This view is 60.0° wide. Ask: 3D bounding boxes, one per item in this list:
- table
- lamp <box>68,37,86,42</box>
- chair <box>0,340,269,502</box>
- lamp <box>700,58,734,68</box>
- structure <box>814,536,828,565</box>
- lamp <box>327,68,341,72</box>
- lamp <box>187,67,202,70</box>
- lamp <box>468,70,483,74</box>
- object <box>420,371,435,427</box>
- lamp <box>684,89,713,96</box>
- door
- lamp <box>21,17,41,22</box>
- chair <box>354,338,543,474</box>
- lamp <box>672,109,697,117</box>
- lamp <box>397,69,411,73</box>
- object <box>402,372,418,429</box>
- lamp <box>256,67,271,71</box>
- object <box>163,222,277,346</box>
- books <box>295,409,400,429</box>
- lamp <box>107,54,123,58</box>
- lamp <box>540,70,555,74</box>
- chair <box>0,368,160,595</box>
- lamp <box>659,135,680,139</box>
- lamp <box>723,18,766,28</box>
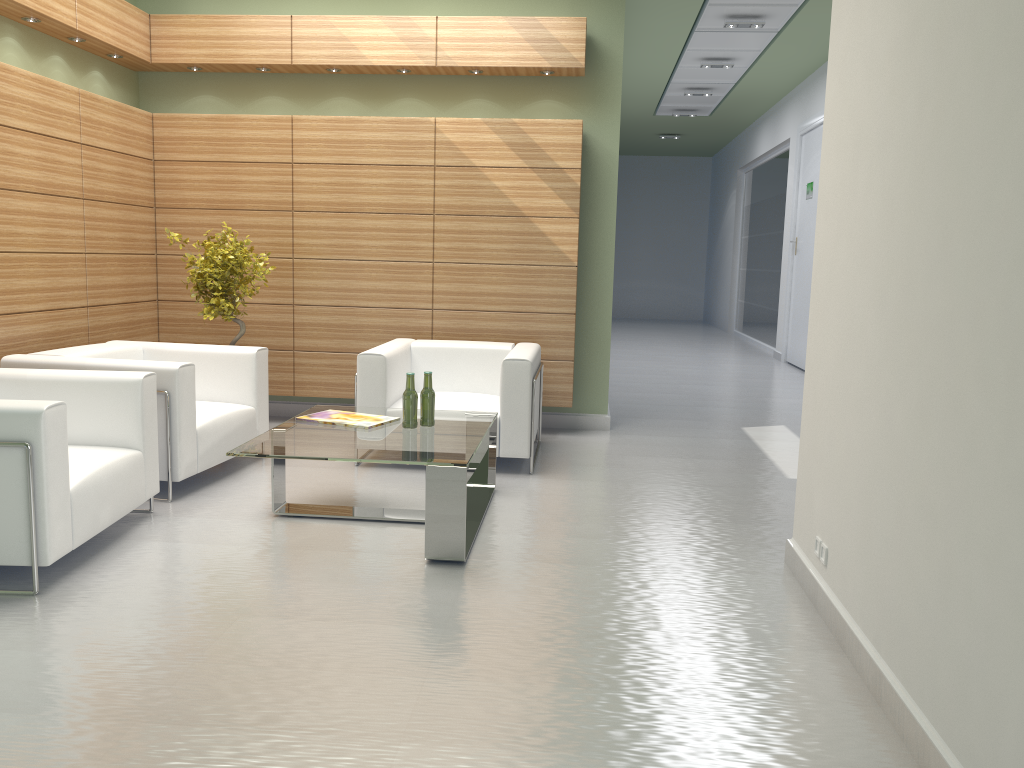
[{"bbox_3d":[-1.124,0.753,7.531,1.783,0.742,2.197,2,8,5],"label":"table"},{"bbox_3d":[-4.847,-3.863,9.877,0.181,0.074,0.181,-2,9,-23],"label":"lamp"},{"bbox_3d":[-3.609,0.281,8.818,1.769,1.234,1.894,3,8,10],"label":"chair"},{"bbox_3d":[4.208,-6.579,18.189,0.657,0.159,0.286,2,8,5],"label":"lamp"},{"bbox_3d":[2.041,1.097,5.854,0.017,0.118,0.262,2,8,5],"label":"structure"},{"bbox_3d":[-2.235,-3.968,11.135,0.181,0.074,0.181,-4,10,-34],"label":"lamp"},{"bbox_3d":[-4.037,-4.038,11.278,0.181,0.074,0.181,1,8,-1],"label":"lamp"},{"bbox_3d":[-0.448,-3.898,10.992,0.181,0.074,0.181,-4,10,-34],"label":"lamp"},{"bbox_3d":[-0.729,0.129,7.665,0.131,0.475,0.131,-3,9,-30],"label":"object"},{"bbox_3d":[4.472,-7.008,21.282,0.657,0.159,0.286,2,8,5],"label":"lamp"},{"bbox_3d":[6.326,-2.908,19.197,0.250,5.083,2.089,2,8,5],"label":"door"},{"bbox_3d":[-4.916,-3.751,9.068,0.181,0.074,0.181,0,8,-12],"label":"lamp"},{"bbox_3d":[-0.644,0.195,10.014,1.894,1.234,1.802,2,8,5],"label":"chair"},{"bbox_3d":[4.728,-7.425,24.290,0.657,0.159,0.286,2,8,5],"label":"lamp"},{"bbox_3d":[-1.348,-3.933,11.064,0.181,0.074,0.181,1,8,-1],"label":"lamp"},{"bbox_3d":[-0.868,0.141,7.556,0.131,0.475,0.131,-3,9,-30],"label":"object"},{"bbox_3d":[-3.141,-4.003,11.207,0.181,0.074,0.181,1,8,-1],"label":"lamp"},{"bbox_3d":[-3.411,-0.608,10.333,1.201,2.565,1.116,-3,9,-27],"label":"object"},{"bbox_3d":[-1.449,0.310,7.853,0.762,0.025,0.508,5,9,24],"label":"books"},{"bbox_3d":[-4.779,-3.974,10.675,0.181,0.074,0.181,0,8,-12],"label":"lamp"},{"bbox_3d":[0.434,-3.863,10.922,0.181,0.074,0.181,1,8,-1],"label":"lamp"},{"bbox_3d":[-3.821,0.598,6.524,1.802,1.234,1.894,2,8,0],"label":"chair"},{"bbox_3d":[5.103,-8.035,28.696,0.657,0.159,0.286,2,8,5],"label":"lamp"},{"bbox_3d":[3.940,-6.143,15.042,0.657,0.159,0.286,2,8,5],"label":"lamp"}]
